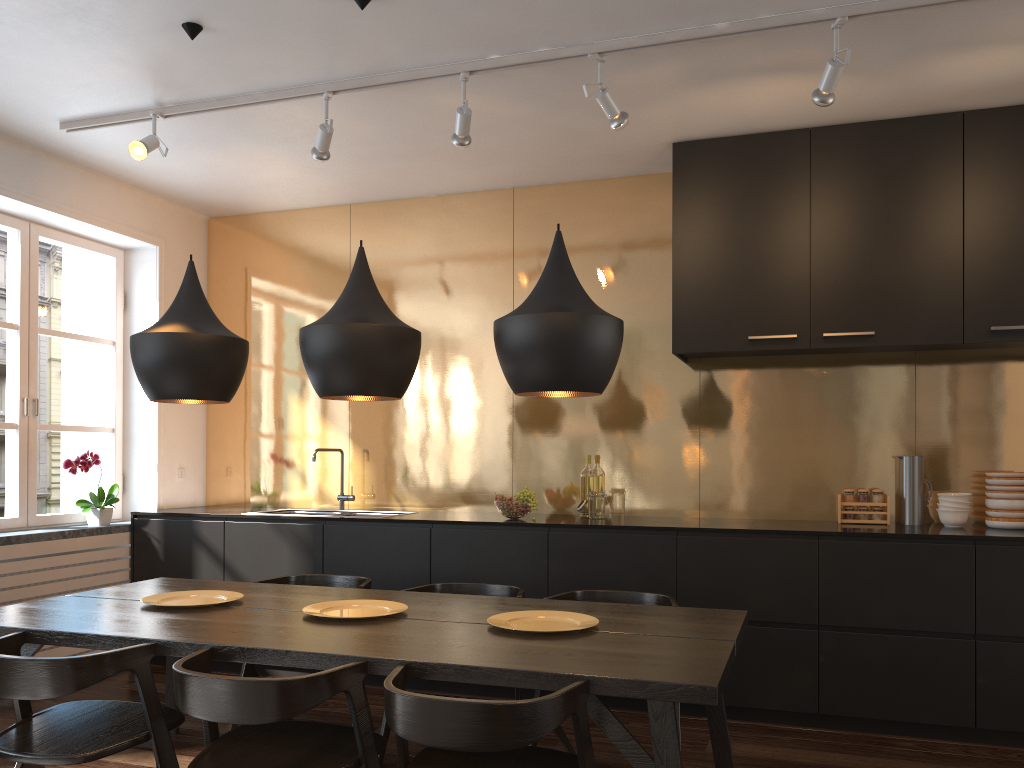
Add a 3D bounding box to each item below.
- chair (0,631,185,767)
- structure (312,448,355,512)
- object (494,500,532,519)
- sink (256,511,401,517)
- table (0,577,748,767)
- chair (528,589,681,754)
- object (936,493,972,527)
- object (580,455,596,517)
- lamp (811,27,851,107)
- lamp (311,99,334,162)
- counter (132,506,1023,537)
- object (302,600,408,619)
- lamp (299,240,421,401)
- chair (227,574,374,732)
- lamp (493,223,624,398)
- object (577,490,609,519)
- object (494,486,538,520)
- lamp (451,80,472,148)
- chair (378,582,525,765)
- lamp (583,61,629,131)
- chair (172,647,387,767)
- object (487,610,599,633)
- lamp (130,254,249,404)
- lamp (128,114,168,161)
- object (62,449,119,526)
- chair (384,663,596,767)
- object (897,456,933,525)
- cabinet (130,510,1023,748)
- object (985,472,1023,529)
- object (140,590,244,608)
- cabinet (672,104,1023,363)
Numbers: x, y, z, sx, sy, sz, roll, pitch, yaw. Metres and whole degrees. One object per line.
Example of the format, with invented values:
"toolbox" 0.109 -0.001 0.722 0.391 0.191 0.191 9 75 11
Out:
"chair" -1.290 1.091 2.625 0.593 0.670 0.521 -1 -2 17
"structure" -1.060 0.576 5.266 0.109 0.385 0.266 0 -2 34
"object" 0.014 0.662 4.662 0.219 0.097 0.219 2 -4 -24
"sink" 0.154 0.693 4.694 3.415 0.243 0.483 -1 -4 17
"table" -0.532 1.119 2.979 2.501 0.678 1.110 -1 -4 19
"chair" 0.376 1.160 3.375 0.593 0.670 0.521 -1 -2 18
"object" 2.124 0.604 4.248 0.154 0.160 0.158 3 -3 -43
"object" 0.421 0.562 4.892 0.092 0.339 0.092 0 -1 -14
"lamp" 1.166 -1.147 3.175 0.085 0.239 0.251 0 -3 -10
"lamp" -0.798 -1.101 3.825 0.085 0.238 0.252 1 -3 -31
"counter" 0.292 0.715 4.691 5.061 0.002 0.734 -1 -5 19
"object" -0.534 0.774 3.023 0.356 0.016 0.357 0 -5 -1
"lamp" -0.515 -0.220 3.018 0.411 0.540 0.412 0 -2 -5
"chair" -0.865 1.192 3.822 0.593 0.670 0.521 0 -2 15
"lamp" 0.147 -0.236 2.795 0.411 0.540 0.411 1 -2 -24
"object" 0.435 0.641 4.717 0.176 0.151 0.088 0 -2 -4
"object" 0.021 0.623 4.646 0.239 0.173 0.178 0 -3 3
"lamp" -0.188 -1.114 3.629 0.085 0.239 0.251 0 -3 -15
"chair" -0.201 1.174 3.569 0.593 0.670 0.521 0 -2 17
"lamp" 0.981 -0.282 3.921 1.836 1.844 0.089 2 -2 -37
"chair" -0.641 1.076 2.413 0.593 0.670 0.521 -1 -2 19
"object" 0.099 0.759 2.810 0.356 0.016 0.357 -2 -5 22
"lamp" -1.177 -0.204 3.240 0.411 0.540 0.411 2 -3 -38
"lamp" -1.625 -1.092 3.953 0.085 0.239 0.251 0 -3 6
"object" -2.359 0.588 5.001 0.229 0.436 0.407 0 -2 -5
"chair" -0.060 1.062 2.217 0.593 0.670 0.521 0 -2 17
"object" 1.984 0.523 4.355 0.164 0.339 0.114 0 -1 22
"cabinet" 0.291 1.164 4.687 5.064 0.899 0.734 -1 -3 19
"object" 2.335 0.546 4.154 0.198 0.264 0.198 0 -2 -7
"object" -1.168 0.789 3.236 0.356 0.016 0.357 -2 -5 22
"cabinet" 1.795 -0.680 4.298 1.956 1.049 0.532 -1 -2 19
